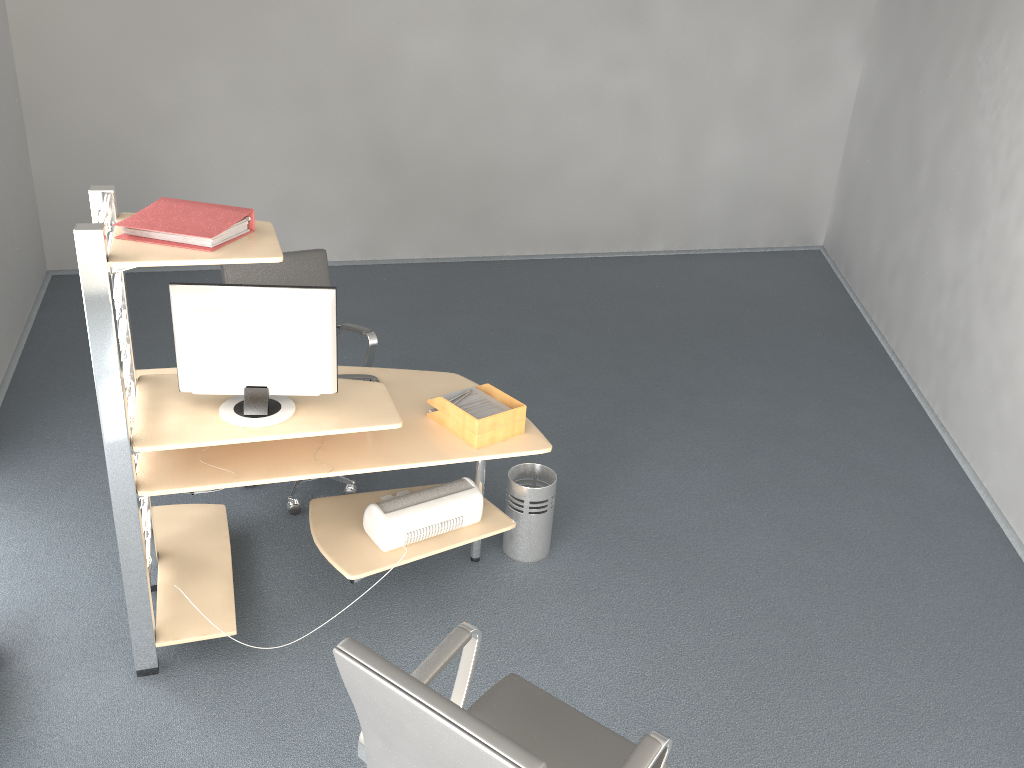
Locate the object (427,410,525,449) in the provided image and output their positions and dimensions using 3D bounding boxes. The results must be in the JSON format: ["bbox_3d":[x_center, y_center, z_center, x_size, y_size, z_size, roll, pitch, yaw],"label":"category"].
[{"bbox_3d":[-0.137,0.125,3.310,0.225,0.060,0.309,-16,31,-37],"label":"object"}]

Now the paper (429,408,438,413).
[{"bbox_3d":[-0.138,0.136,3.316,0.210,0.019,0.297,-16,31,-37],"label":"paper"}]

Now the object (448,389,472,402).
[{"bbox_3d":[-0.199,0.044,3.361,0.008,0.009,0.159,19,29,30],"label":"object"}]

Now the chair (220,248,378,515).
[{"bbox_3d":[-0.956,-0.004,4.034,0.584,1.048,0.652,-12,29,-31],"label":"chair"}]

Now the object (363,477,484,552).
[{"bbox_3d":[-0.384,0.460,3.499,0.438,0.162,0.351,-13,30,-33],"label":"object"}]

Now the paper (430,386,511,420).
[{"bbox_3d":[-0.135,0.089,3.294,0.210,0.010,0.297,-16,31,-37],"label":"paper"}]

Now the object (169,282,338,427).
[{"bbox_3d":[-0.846,-0.102,2.878,0.516,0.418,0.245,5,25,1],"label":"object"}]

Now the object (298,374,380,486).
[{"bbox_3d":[-0.707,0.152,3.258,0.478,0.082,0.814,-1,25,-12],"label":"object"}]

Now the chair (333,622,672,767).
[{"bbox_3d":[-0.002,0.965,2.074,0.584,1.048,0.652,21,29,32],"label":"chair"}]

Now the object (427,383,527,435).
[{"bbox_3d":[-0.133,0.074,3.286,0.225,0.060,0.309,-16,31,-37],"label":"object"}]

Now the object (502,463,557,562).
[{"bbox_3d":[0.074,0.555,3.807,0.208,0.377,0.208,14,26,21],"label":"object"}]

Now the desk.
[{"bbox_3d":[-0.691,0.044,3.350,1.469,1.566,0.967,-5,26,-19],"label":"desk"}]

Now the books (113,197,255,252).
[{"bbox_3d":[-1.000,-0.494,2.720,0.320,0.072,0.262,9,25,11],"label":"books"}]

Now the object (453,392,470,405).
[{"bbox_3d":[-0.195,0.057,3.334,0.008,0.009,0.159,15,27,22],"label":"object"}]
